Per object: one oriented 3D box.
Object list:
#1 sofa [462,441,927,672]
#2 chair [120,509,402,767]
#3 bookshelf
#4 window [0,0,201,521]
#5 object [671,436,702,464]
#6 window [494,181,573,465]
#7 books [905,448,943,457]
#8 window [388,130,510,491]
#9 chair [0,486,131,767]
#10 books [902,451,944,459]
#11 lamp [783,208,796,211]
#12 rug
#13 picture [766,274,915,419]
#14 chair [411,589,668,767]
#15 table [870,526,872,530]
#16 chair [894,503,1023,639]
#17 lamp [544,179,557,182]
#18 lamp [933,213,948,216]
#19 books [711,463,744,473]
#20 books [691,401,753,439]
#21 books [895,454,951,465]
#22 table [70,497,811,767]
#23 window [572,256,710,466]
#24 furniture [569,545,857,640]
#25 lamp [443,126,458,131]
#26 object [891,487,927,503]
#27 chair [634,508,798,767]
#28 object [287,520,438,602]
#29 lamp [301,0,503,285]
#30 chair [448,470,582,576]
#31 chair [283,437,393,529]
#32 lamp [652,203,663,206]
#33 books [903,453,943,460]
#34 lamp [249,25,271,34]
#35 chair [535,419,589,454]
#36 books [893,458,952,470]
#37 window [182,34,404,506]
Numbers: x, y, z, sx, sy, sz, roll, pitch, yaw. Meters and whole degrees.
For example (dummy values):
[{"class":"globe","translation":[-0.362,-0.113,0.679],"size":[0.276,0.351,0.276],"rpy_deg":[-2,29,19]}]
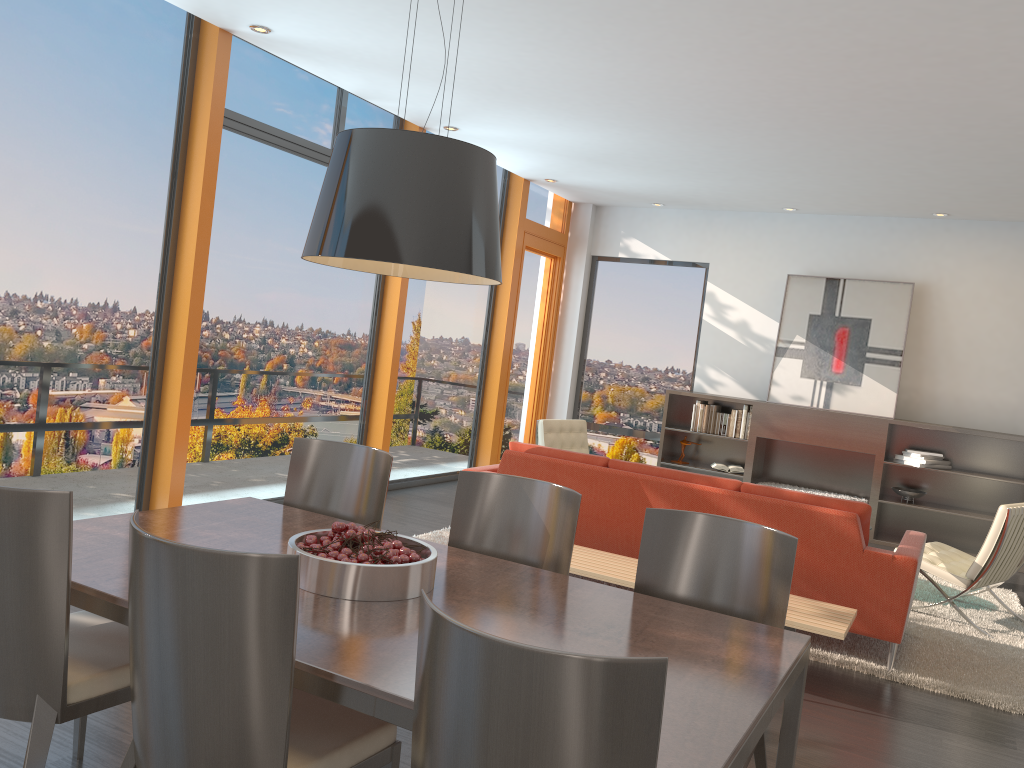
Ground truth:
[{"class":"sofa","translation":[1.022,0.901,5.326],"size":[2.598,0.852,1.038],"rpy_deg":[8,3,27]},{"class":"chair","translation":[-0.611,0.793,2.048],"size":[0.548,0.967,0.614],"rpy_deg":[8,2,27]},{"class":"bookshelf","translation":[3.148,0.851,8.670],"size":[3.389,1.162,0.570],"rpy_deg":[8,2,27]},{"class":"window","translation":[-2.814,-0.772,4.280],"size":[0.070,3.345,2.923],"rpy_deg":[8,2,27]},{"class":"object","translation":[1.823,0.692,9.311],"size":[0.201,0.290,0.245],"rpy_deg":[5,3,-43]},{"class":"window","translation":[0.171,-0.661,9.847],"size":[0.211,3.345,1.156],"rpy_deg":[8,2,27]},{"class":"books","translation":[3.822,0.638,8.237],"size":[0.300,0.020,0.210],"rpy_deg":[8,3,17]},{"class":"window","translation":[-0.652,-0.698,8.460],"size":[0.070,3.345,1.843],"rpy_deg":[8,2,27]},{"class":"chair","translation":[-1.226,0.705,2.368],"size":[0.548,0.967,0.614],"rpy_deg":[8,2,27]},{"class":"books","translation":[3.820,0.658,8.238],"size":[0.300,0.020,0.210],"rpy_deg":[6,3,-23]},{"class":"lamp","translation":[2.840,-1.785,9.069],"size":[0.129,0.010,0.129],"rpy_deg":[6,3,-18]},{"class":"rug","translation":[1.504,1.339,6.297],"size":[3.774,0.043,2.983],"rpy_deg":[8,3,27]},{"class":"picture","translation":[3.250,-0.399,8.817],"size":[1.209,1.338,0.269],"rpy_deg":[8,2,27]},{"class":"chair","translation":[0.062,0.890,1.697],"size":[0.548,0.967,0.614],"rpy_deg":[8,2,27]},{"class":"table","translation":[1.608,1.109,6.664],"size":[2.000,0.464,0.947],"rpy_deg":[8,3,28]},{"class":"chair","translation":[2.964,1.120,5.744],"size":[0.699,0.817,0.707],"rpy_deg":[5,3,-43]},{"class":"lamp","translation":[0.393,-2.080,9.072],"size":[0.129,0.010,0.129],"rpy_deg":[6,3,-18]},{"class":"lamp","translation":[4.070,-1.608,8.428],"size":[0.129,0.010,0.129],"rpy_deg":[6,3,-18]},{"class":"books","translation":[2.211,0.862,9.067],"size":[0.336,0.064,0.234],"rpy_deg":[7,3,7]},{"class":"books","translation":[2.179,0.351,9.075],"size":[0.592,0.339,0.324],"rpy_deg":[8,3,27]},{"class":"books","translation":[3.814,0.706,8.240],"size":[0.398,0.038,0.315],"rpy_deg":[5,3,-33]},{"class":"table","translation":[-0.406,0.952,2.514],"size":[2.152,0.764,1.171],"rpy_deg":[8,3,27]},{"class":"window","translation":[1.466,-0.513,10.108],"size":[1.410,3.339,0.065],"rpy_deg":[8,2,27]},{"class":"furniture","translation":[0.660,1.141,4.552],"size":[2.006,0.357,0.492],"rpy_deg":[8,3,27]},{"class":"lamp","translation":[-0.507,-2.110,7.332],"size":[0.129,0.010,0.129],"rpy_deg":[6,3,-18]},{"class":"object","translation":[3.702,1.050,8.286],"size":[0.308,0.117,0.309],"rpy_deg":[6,3,-29]},{"class":"chair","translation":[0.502,0.903,2.594],"size":[0.548,0.967,0.614],"rpy_deg":[8,2,27]},{"class":"object","translation":[-0.428,0.485,2.555],"size":[0.427,0.154,0.427],"rpy_deg":[6,3,-19]},{"class":"lamp","translation":[-0.214,-1.101,2.481],"size":[0.567,1.579,0.567],"rpy_deg":[5,3,-34]},{"class":"chair","translation":[-0.113,0.815,2.914],"size":[0.548,0.967,0.614],"rpy_deg":[8,2,27]},{"class":"chair","translation":[-0.786,0.718,3.265],"size":[0.548,0.967,0.614],"rpy_deg":[8,2,27]},{"class":"lamp","translation":[1.596,-1.964,9.717],"size":[0.129,0.010,0.129],"rpy_deg":[6,3,-18]},{"class":"books","translation":[3.817,0.677,8.238],"size":[0.300,0.020,0.210],"rpy_deg":[5,3,-33]},{"class":"lamp","translation":[-1.524,-2.145,5.367],"size":[0.129,0.010,0.129],"rpy_deg":[6,3,-18]},{"class":"chair","translation":[0.614,0.751,7.673],"size":[0.707,0.817,0.700],"rpy_deg":[9,3,37]},{"class":"books","translation":[3.809,0.743,8.241],"size":[0.398,0.038,0.315],"rpy_deg":[6,3,-23]},{"class":"window","translation":[-1.609,-0.731,6.609],"size":[0.070,3.345,2.104],"rpy_deg":[8,2,27]}]
